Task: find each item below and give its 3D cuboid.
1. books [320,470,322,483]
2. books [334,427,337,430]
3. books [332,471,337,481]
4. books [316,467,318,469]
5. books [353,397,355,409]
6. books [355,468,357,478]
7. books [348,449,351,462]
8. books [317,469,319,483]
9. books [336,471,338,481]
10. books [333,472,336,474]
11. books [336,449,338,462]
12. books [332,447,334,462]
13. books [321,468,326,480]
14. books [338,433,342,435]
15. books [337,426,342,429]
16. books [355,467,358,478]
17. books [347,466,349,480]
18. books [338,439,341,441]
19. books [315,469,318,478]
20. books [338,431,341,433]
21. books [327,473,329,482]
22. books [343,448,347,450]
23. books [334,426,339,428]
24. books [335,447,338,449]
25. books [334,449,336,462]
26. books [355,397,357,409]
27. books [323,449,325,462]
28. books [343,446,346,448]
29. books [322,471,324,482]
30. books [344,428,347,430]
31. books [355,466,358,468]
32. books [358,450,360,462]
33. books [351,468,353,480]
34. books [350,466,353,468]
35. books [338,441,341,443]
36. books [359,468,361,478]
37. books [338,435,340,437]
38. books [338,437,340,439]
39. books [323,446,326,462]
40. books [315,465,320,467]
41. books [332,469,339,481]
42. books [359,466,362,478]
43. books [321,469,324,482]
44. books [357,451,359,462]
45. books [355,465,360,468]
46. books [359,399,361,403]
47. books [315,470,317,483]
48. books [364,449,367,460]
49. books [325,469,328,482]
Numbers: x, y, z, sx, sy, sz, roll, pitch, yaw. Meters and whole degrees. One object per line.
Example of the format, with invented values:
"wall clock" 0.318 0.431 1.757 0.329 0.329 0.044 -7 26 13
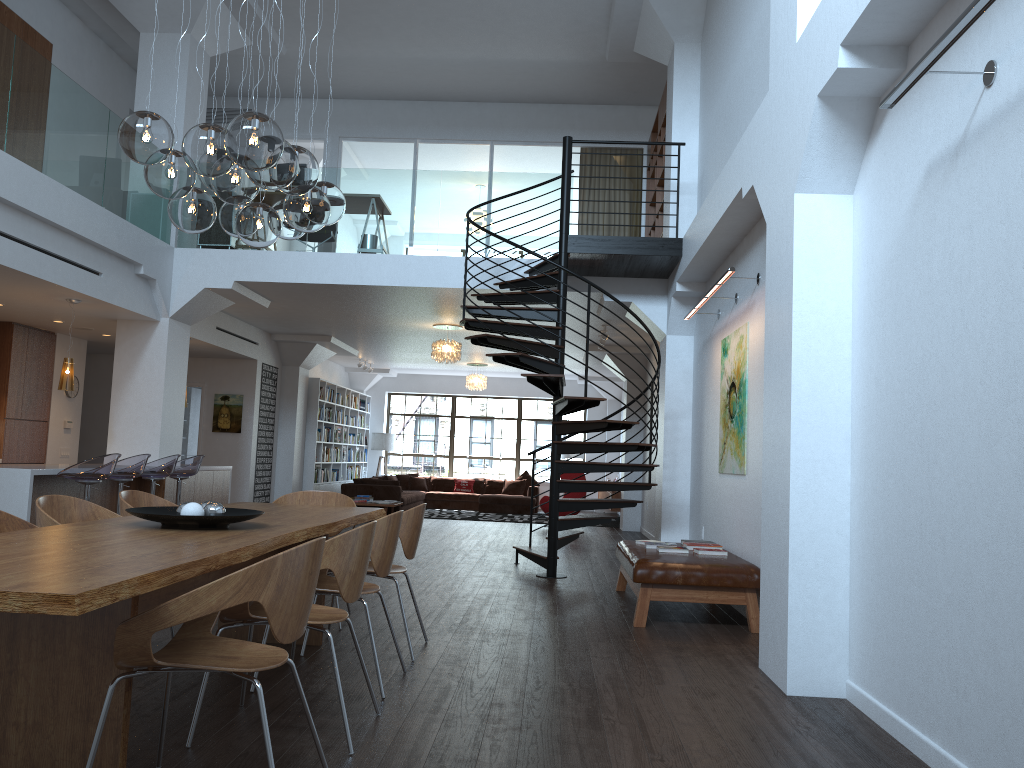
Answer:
"books" -3.587 1.700 16.322 0.161 0.223 0.032 2 -5 3
"books" -3.514 0.865 17.277 0.174 0.045 0.240 2 -5 2
"books" -3.533 1.815 17.468 0.139 0.191 0.036 2 -5 3
"books" -3.602 1.507 15.990 0.174 0.045 0.240 3 -5 -8
"books" -3.420 0.399 18.801 0.171 0.246 0.057 2 -5 3
"books" -3.458 1.932 19.167 0.183 0.253 0.037 2 -5 3
"books" -3.476 1.487 18.616 0.197 0.290 0.136 2 -5 3
"books" -3.604 1.667 16.121 0.180 0.251 0.048 2 -5 3
"books" -3.527 1.815 17.528 0.146 0.202 0.027 2 -5 3
"books" -3.534 1.820 17.412 0.126 0.173 0.032 2 -5 3
"books" -3.516 1.403 17.444 0.183 0.253 0.034 2 -5 2
"books" -3.546 1.357 17.099 0.198 0.284 0.066 2 -5 2
"books" -3.583 1.708 16.630 0.180 0.259 0.042 2 -5 3
"books" -3.514 0.989 17.658 0.183 0.042 0.253 2 -5 3
"books" -3.501 0.866 17.686 0.129 0.043 0.185 1 -5 17
"books" -3.451 1.944 19.312 0.183 0.253 0.037 2 -5 3
"books" -3.499 1.852 18.433 0.198 0.284 0.066 2 -5 2
"books" -3.516 1.114 17.642 0.160 0.039 0.251 2 -5 8
"books" -3.609 1.660 16.039 0.183 0.253 0.042 2 -5 3
"books" -3.518 0.953 17.668 0.161 0.033 0.223 2 -5 3
"books" -3.571 1.736 16.805 0.174 0.236 0.142 2 -5 2
"books" -3.495 1.319 18.081 0.208 0.024 0.144 2 -5 8
"books" -3.505 0.827 17.257 0.223 0.027 0.161 1 -5 12
"books" -3.523 1.387 17.480 0.176 0.290 0.036 2 -5 2
"books" -3.531 1.386 17.250 0.183 0.253 0.034 2 -5 2
"books" -3.413 0.406 18.916 0.183 0.253 0.034 2 -5 3
"books" -3.572 1.323 16.485 0.171 0.246 0.057 2 -5 3
"books" -3.497 1.287 18.077 0.185 0.041 0.129 1 -5 17
"books" -3.581 1.719 16.439 0.161 0.223 0.030 2 -5 2
"books" -3.487 0.911 18.021 0.224 0.030 0.161 1 -5 13
"books" -3.464 1.933 19.373 0.198 0.284 0.066 2 -5 3
"books" -3.432 1.579 19.466 0.183 0.253 0.042 2 -5 3
"books" -3.469 1.899 18.778 0.183 0.253 0.034 2 -5 2
"books" -3.476 1.883 18.814 0.176 0.290 0.036 2 -5 2
"books" -3.515 1.153 17.641 0.171 0.039 0.246 2 -5 3
"books" -3.442 1.974 19.618 0.171 0.246 0.057 2 -5 3
"books" -3.523 1.031 17.659 0.168 0.045 0.231 3 -5 -2
"books" -3.539 1.073 17.642 0.180 0.042 0.259 2 -5 3
"books" -3.570 1.308 16.569 0.176 0.290 0.053 2 -5 3
"books" -3.593 1.469 15.970 0.223 0.027 0.161 1 -5 12
"books" -3.527 1.815 17.696 0.140 0.231 0.042 2 -5 3
"books" -3.440 1.959 19.702 0.176 0.290 0.053 2 -5 3
"books" -3.589 1.697 16.478 0.183 0.253 0.042 2 -5 3
"books" -3.439 1.572 19.346 0.171 0.246 0.036 2 -5 3
"books" -3.429 1.937 19.484 0.140 0.298 0.044 2 -5 3
"books" -3.408 0.446 19.399 0.183 0.253 0.042 2 -5 3
"books" -3.604 1.657 15.926 0.174 0.240 0.054 2 -5 3
"books" -3.393 1.622 20.170 0.176 0.290 0.053 2 -5 3
"books" -3.573 1.719 16.716 0.183 0.253 0.042 2 -5 3
